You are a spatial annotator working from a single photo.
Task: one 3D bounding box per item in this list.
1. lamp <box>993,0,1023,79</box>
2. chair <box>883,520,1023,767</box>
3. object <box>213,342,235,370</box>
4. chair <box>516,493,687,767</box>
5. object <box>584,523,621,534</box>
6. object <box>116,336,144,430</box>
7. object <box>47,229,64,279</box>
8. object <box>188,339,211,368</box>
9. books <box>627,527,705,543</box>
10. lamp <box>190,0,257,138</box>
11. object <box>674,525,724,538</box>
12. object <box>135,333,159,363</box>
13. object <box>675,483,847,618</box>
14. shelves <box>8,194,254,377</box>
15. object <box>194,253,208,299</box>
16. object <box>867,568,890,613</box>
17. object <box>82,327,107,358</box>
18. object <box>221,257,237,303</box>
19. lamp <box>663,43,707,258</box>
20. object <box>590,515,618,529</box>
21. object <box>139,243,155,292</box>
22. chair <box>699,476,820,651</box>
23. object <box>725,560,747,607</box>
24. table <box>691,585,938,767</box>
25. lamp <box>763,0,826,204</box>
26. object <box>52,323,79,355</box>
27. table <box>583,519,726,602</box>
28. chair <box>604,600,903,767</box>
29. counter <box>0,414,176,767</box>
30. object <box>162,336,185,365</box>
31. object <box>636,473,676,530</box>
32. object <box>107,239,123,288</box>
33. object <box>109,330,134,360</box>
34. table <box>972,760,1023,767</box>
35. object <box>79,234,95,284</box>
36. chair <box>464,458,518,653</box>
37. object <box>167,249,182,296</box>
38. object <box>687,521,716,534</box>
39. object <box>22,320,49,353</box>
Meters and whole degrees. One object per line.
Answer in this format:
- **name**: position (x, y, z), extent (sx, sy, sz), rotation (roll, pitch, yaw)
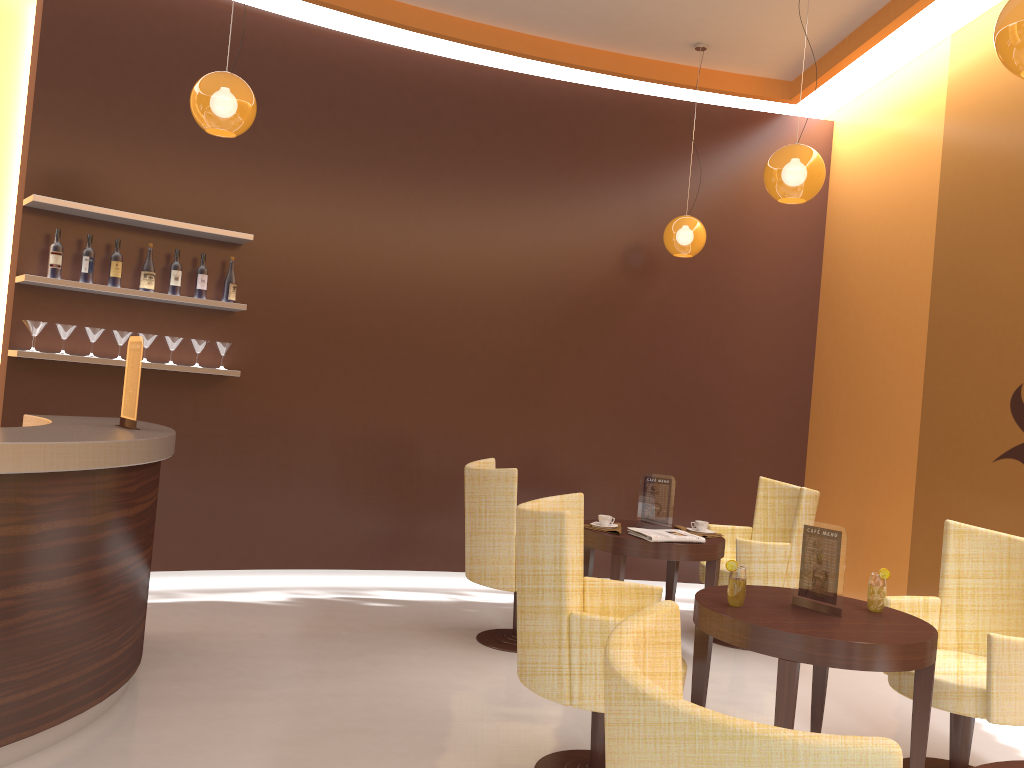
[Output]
- **lamp**: position (1.678, -1.685, 2.689), extent (0.299, 1.500, 0.299), rotation (5, -1, 19)
- **chair**: position (1.887, 1.105, 3.590), extent (0.685, 1.017, 0.729), rotation (5, -1, -18)
- **object**: position (-1.850, -0.178, 5.676), extent (0.137, 0.174, 0.137), rotation (6, -1, -31)
- **chair**: position (0.316, 0.959, 3.328), extent (0.685, 1.017, 0.729), rotation (5, -1, 11)
- **object**: position (0.520, 0.832, 5.181), extent (0.239, 0.021, 0.464), rotation (5, -1, 7)
- **object**: position (-1.714, -0.010, 4.000), extent (0.052, 0.414, 0.258), rotation (6, -1, -38)
- **object**: position (-2.617, -0.742, 5.089), extent (0.073, 0.297, 0.073), rotation (4, -1, 31)
- **object**: position (-1.979, -0.191, 5.590), extent (0.137, 0.174, 0.137), rotation (5, -1, 19)
- **books**: position (0.862, 0.853, 5.005), extent (0.367, 0.035, 0.345), rotation (5, -1, -16)
- **lamp**: position (-1.296, -1.920, 4.165), extent (0.299, 1.500, 0.299), rotation (5, -1, 12)
- **object**: position (1.155, 0.892, 5.322), extent (0.239, 0.021, 0.464), rotation (5, -1, -10)
- **object**: position (-2.237, -0.217, 5.419), extent (0.137, 0.174, 0.137), rotation (6, -1, -31)
- **object**: position (1.038, 0.704, 4.326), extent (0.187, 0.335, 2.090), rotation (5, -1, -10)
- **shelves**: position (-3.385, -0.678, 4.061), extent (0.586, 0.902, 4.744), rotation (4, -1, 41)
- **object**: position (-1.953, -0.673, 5.583), extent (0.073, 0.297, 0.073), rotation (4, -1, 31)
- **object**: position (1.430, 0.805, 3.470), extent (0.067, 0.171, 0.072), rotation (4, -1, 41)
- **object**: position (-2.478, -0.244, 5.241), extent (0.137, 0.174, 0.137), rotation (6, -1, -31)
- **object**: position (-1.803, -0.663, 5.677), extent (0.086, 0.303, 0.086), rotation (5, -1, 8)
- **lamp**: position (1.273, -1.650, 6.265), extent (0.299, 1.500, 0.299), rotation (5, -1, -6)
- **object**: position (0.540, 0.805, 5.187), extent (0.153, 0.069, 0.153), rotation (5, -1, 20)
- **object**: position (-2.218, -0.706, 5.411), extent (0.086, 0.303, 0.086), rotation (6, -1, -23)
- **chair**: position (1.538, 1.113, 5.601), extent (0.685, 1.017, 0.729), rotation (5, -1, -7)
- **object**: position (0.847, 0.750, 3.339), extent (0.072, 0.171, 0.067), rotation (6, -1, -24)
- **table**: position (1.109, 1.201, 3.368), extent (0.872, 0.679, 0.874), rotation (5, -1, 25)
- **lamp**: position (1.475, -1.668, 4.477), extent (0.299, 1.500, 0.299), rotation (4, -1, 36)
- **object**: position (-2.599, -0.256, 5.144), extent (0.137, 0.174, 0.137), rotation (6, -2, -41)
- **table**: position (0.791, 1.210, 5.256), extent (0.872, 0.679, 0.874), rotation (4, -1, 30)
- **chair**: position (0.451, 0.933, 1.377), extent (0.685, 1.017, 0.729), rotation (5, -1, -9)
- **counter**: position (-2.407, 0.670, 3.071), extent (1.586, 1.100, 2.917), rotation (4, -1, 39)
- **object**: position (-2.111, -0.204, 5.505), extent (0.137, 0.174, 0.137), rotation (6, -1, -31)
- **object**: position (0.863, 0.708, 5.308), extent (0.209, 0.335, 0.042), rotation (5, -1, 17)
- **object**: position (-2.365, -0.716, 5.295), extent (0.073, 0.297, 0.073), rotation (5, -1, -9)
- **object**: position (-2.354, -0.229, 5.331), extent (0.137, 0.174, 0.137), rotation (6, -1, -31)
- **table**: position (1.212, 1.174, 1.538), extent (0.872, 0.679, 0.874), rotation (4, -1, 30)
- **object**: position (-2.486, -0.728, 5.198), extent (0.073, 0.297, 0.073), rotation (4, -1, 31)
- **chair**: position (0.029, 0.969, 5.095), extent (0.685, 1.017, 0.729), rotation (5, -1, -9)
- **object**: position (-2.084, -0.687, 5.495), extent (0.073, 0.297, 0.073), rotation (4, -1, 31)
- **object**: position (1.139, 0.861, 5.327), extent (0.153, 0.069, 0.153), rotation (6, -1, -23)
- **object**: position (-2.719, -0.269, 5.048), extent (0.137, 0.174, 0.137), rotation (6, -2, -41)
